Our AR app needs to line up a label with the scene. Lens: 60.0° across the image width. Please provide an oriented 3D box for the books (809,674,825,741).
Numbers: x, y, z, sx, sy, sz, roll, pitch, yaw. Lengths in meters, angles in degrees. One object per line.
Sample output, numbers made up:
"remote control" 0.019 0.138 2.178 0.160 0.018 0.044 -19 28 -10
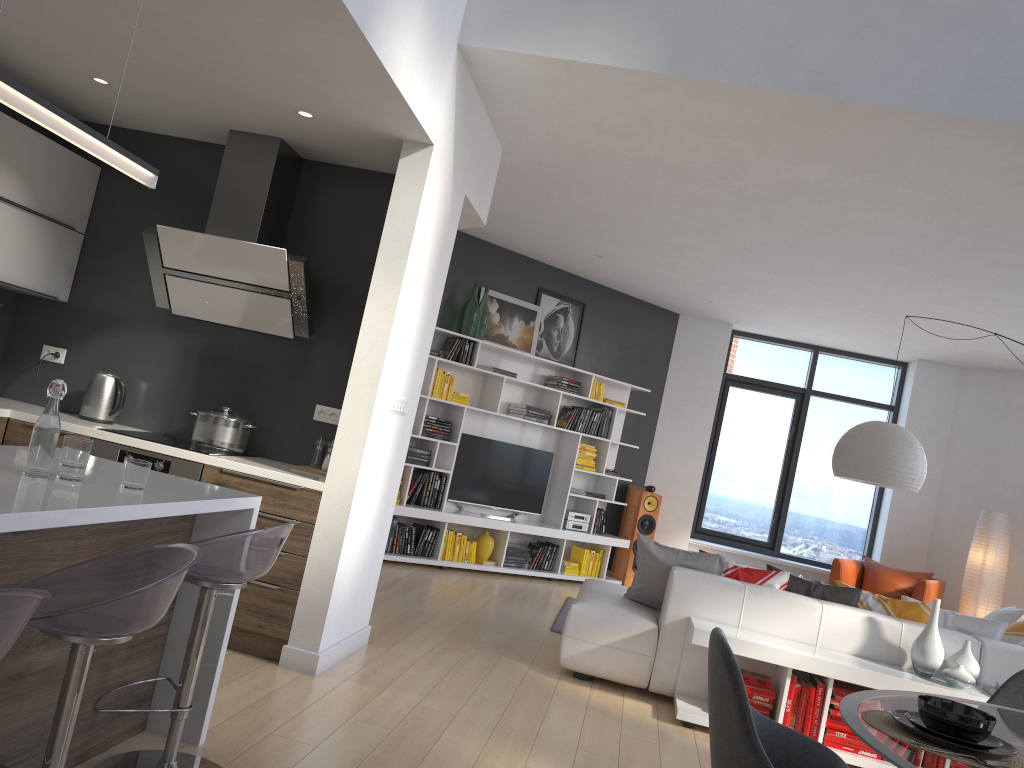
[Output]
"books" 1.536 1.649 4.520 0.049 0.291 0.214 12 -4 9

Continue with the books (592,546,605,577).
"books" 0.839 1.805 9.032 0.025 0.270 0.213 15 -5 -36

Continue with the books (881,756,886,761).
"books" 1.921 1.750 4.440 0.144 0.247 0.188 12 -4 10

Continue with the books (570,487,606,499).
"books" 0.765 1.111 9.021 0.310 0.047 0.250 15 -5 -40

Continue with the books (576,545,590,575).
"books" 0.686 1.769 8.904 0.015 0.263 0.199 15 -5 -36

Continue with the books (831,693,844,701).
"books" 1.749 1.596 4.491 0.266 0.026 0.187 12 -4 4

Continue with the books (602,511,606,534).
"books" 0.887 1.405 9.092 0.066 0.242 0.177 15 -5 -36

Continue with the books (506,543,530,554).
"books" -0.024 1.551 8.433 0.310 0.047 0.250 15 -5 -40

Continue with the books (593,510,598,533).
"books" 0.797 1.384 9.040 0.053 0.240 0.189 15 -5 -35

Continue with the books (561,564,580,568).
"books" 0.562 1.798 8.804 0.187 0.014 0.134 15 -5 -36

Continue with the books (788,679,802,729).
"books" 1.430 1.645 4.540 0.031 0.255 0.181 12 -4 9

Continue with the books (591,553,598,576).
"books" 0.781 1.806 8.968 0.024 0.234 0.172 15 -5 -36

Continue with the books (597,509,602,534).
"books" 0.843 1.392 9.055 0.050 0.242 0.169 15 -5 -36

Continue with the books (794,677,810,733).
"books" 1.463 1.651 4.536 0.034 0.259 0.207 12 -4 9

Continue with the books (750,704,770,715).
"books" 1.197 1.649 4.610 0.266 0.026 0.187 11 -4 15

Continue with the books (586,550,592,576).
"books" 0.718 1.781 8.925 0.019 0.251 0.180 15 -5 -36

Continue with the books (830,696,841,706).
"books" 1.726 1.618 4.499 0.257 0.025 0.182 12 -4 9

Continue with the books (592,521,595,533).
"books" 0.773 1.362 9.025 0.053 0.268 0.202 15 -5 -36

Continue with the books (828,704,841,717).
"books" 1.724 1.667 4.491 0.261 0.027 0.191 12 -4 5

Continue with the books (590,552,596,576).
"books" 0.761 1.799 8.957 0.023 0.239 0.169 15 -5 -36

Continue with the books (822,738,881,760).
"books" 1.694 1.815 4.474 0.274 0.029 0.200 12 -4 9

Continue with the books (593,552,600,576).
"books" 0.800 1.812 8.986 0.024 0.234 0.172 15 -5 -36

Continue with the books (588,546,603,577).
"books" 0.823 1.800 9.009 0.029 0.270 0.204 15 -5 -36

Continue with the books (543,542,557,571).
"books" 0.327 1.679 8.637 0.084 0.249 0.191 15 -5 -36

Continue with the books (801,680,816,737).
"books" 1.499 1.657 4.520 0.042 0.259 0.195 12 -4 9

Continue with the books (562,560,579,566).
"books" 0.556 1.777 8.814 0.186 0.026 0.138 15 -5 -36

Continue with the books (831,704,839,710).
"books" 1.737 1.644 4.487 0.236 0.023 0.178 12 -4 9

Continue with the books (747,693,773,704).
"books" 1.217 1.603 4.636 0.261 0.028 0.191 12 -4 9

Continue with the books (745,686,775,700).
"books" 1.224 1.575 4.621 0.269 0.028 0.179 12 -4 10

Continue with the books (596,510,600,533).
"books" 0.820 1.391 9.048 0.049 0.236 0.170 15 -5 -35

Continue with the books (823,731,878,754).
"books" 1.700 1.786 4.458 0.282 0.030 0.188 12 -4 10

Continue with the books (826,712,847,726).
"books" 1.722 1.701 4.504 0.279 0.039 0.206 12 -4 10

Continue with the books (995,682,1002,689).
"books" 2.526 1.533 4.369 0.238 0.027 0.188 11 -4 23

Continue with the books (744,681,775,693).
"books" 1.228 1.550 4.626 0.254 0.025 0.178 12 -4 9

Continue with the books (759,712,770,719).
"books" 1.201 1.681 4.615 0.259 0.034 0.206 12 -4 12

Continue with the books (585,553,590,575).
"books" 0.709 1.791 8.897 0.024 0.229 0.156 15 -5 -36

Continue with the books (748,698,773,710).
"books" 1.214 1.627 4.617 0.257 0.025 0.182 12 -4 9

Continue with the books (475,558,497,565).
"books" -0.301 1.625 8.194 0.270 0.029 0.204 9 -5 39

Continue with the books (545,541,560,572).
"books" 0.354 1.681 8.657 0.066 0.260 0.197 15 -5 -36

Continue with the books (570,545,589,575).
"books" 0.663 1.764 8.884 0.044 0.255 0.198 15 -5 -36

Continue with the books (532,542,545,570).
"books" 0.204 1.655 8.548 0.096 0.234 0.187 15 -5 -35

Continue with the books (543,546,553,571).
"books" 0.299 1.676 8.611 0.068 0.243 0.179 15 -5 -37

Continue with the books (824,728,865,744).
"books" 1.705 1.760 4.463 0.266 0.026 0.187 12 -4 9

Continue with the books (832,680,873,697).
"books" 1.739 1.565 4.504 0.259 0.034 0.206 12 -4 6

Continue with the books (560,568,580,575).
"books" 0.550 1.849 8.800 0.190 0.033 0.147 15 -5 -36

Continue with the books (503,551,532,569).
"books" -0.026 1.644 8.413 0.343 0.137 0.277 15 -5 -41

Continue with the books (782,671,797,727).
"books" 1.400 1.621 4.544 0.036 0.294 0.208 12 -4 9

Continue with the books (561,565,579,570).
"books" 0.563 1.813 8.787 0.169 0.018 0.113 15 -4 -34

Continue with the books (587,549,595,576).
"books" 0.740 1.787 8.939 0.035 0.250 0.185 15 -5 -36

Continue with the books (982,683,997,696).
"books" 2.525 1.561 4.391 0.300 0.026 0.245 11 -4 14

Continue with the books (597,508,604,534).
"books" 0.860 1.392 9.082 0.066 0.255 0.193 15 -5 -36

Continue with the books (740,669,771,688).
"books" 1.239 1.525 4.617 0.206 0.029 0.152 11 -4 15

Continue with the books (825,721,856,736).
"books" 1.720 1.737 4.500 0.301 0.032 0.227 12 -4 9

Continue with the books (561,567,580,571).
"books" 0.553 1.826 8.805 0.196 0.011 0.148 15 -5 -36
